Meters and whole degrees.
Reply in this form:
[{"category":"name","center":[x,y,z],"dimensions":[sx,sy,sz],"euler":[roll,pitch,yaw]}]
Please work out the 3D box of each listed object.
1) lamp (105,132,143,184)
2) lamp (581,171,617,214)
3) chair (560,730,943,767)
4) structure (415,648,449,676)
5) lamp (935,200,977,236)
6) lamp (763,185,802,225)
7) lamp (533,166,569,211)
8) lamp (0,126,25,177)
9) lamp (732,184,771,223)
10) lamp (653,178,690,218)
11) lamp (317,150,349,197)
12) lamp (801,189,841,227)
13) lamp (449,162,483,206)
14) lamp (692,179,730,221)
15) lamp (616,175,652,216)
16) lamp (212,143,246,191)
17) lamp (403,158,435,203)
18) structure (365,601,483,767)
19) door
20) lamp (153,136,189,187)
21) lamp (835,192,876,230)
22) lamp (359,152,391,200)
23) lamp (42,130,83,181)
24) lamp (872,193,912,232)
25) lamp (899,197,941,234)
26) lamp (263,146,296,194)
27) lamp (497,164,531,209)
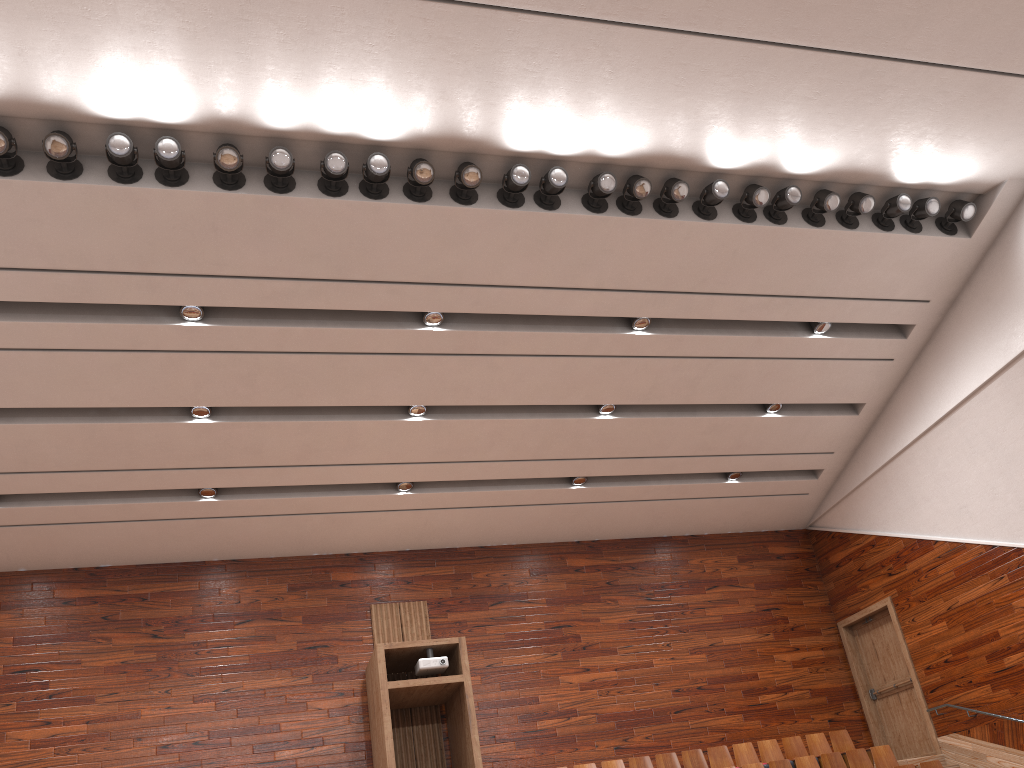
[{"category":"lamp","center":[-0.351,-0.206,0.792],"dimensions":[0.031,0.029,0.046],"euler":[-1,-29,-17]},{"category":"lamp","center":[0.094,-0.205,0.925],"dimensions":[0.031,0.029,0.047],"euler":[-1,-29,-17]},{"category":"chair","center":[0.033,0.442,0.660],"dimensions":[1.182,0.355,0.811],"euler":[0,-30,-17]},{"category":"structure","center":[-0.105,0.358,1.143],"dimensions":[0.038,0.030,0.043],"euler":[-1,-29,-17]},{"category":"lamp","center":[0.537,-0.205,1.059],"dimensions":[0.031,0.030,0.047],"euler":[-1,-29,-17]},{"category":"lamp","center":[0.307,-0.205,0.990],"dimensions":[0.031,0.029,0.047],"euler":[-1,-29,-17]},{"category":"lamp","center":[0.042,-0.205,0.910],"dimensions":[0.031,0.029,0.046],"euler":[-1,-29,-17]},{"category":"lamp","center":[-0.445,-0.206,0.763],"dimensions":[0.031,0.030,0.047],"euler":[-1,-29,-17]},{"category":"lamp","center":[0.269,-0.205,0.978],"dimensions":[0.031,0.030,0.047],"euler":[-1,-29,-17]},{"category":"lamp","center":[0.174,-0.205,0.950],"dimensions":[0.031,0.030,0.047],"euler":[-1,-29,-17]},{"category":"lamp","center":[-0.171,-0.206,0.846],"dimensions":[0.031,0.029,0.047],"euler":[-1,-29,-17]},{"category":"lamp","center":[0.356,-0.205,1.004],"dimensions":[0.031,0.030,0.047],"euler":[-1,-29,-17]},{"category":"lamp","center":[-0.044,-0.206,0.884],"dimensions":[0.031,0.030,0.047],"euler":[-1,-29,-17]},{"category":"lamp","center":[0.220,-0.205,0.964],"dimensions":[0.031,0.029,0.046],"euler":[-1,-29,-17]},{"category":"lamp","center":[0.132,-0.205,0.937],"dimensions":[0.031,0.030,0.047],"euler":[-1,-29,-17]},{"category":"lamp","center":[-0.264,-0.206,0.818],"dimensions":[0.031,0.030,0.047],"euler":[-1,-29,-17]},{"category":"lamp","center":[-0.090,-0.206,0.870],"dimensions":[0.031,0.030,0.047],"euler":[-1,-29,-17]},{"category":"structure","center":[-0.125,0.426,1.172],"dimensions":[0.116,0.313,0.151],"euler":[-2,-26,-17]},{"category":"door","center":[0.590,0.465,1.365],"dimensions":[0.024,0.228,0.147],"euler":[-2,-27,-17]},{"category":"lamp","center":[-0.312,-0.206,0.803],"dimensions":[0.031,0.029,0.046],"euler":[-1,-29,-17]},{"category":"lamp","center":[0.400,-0.205,1.018],"dimensions":[0.031,0.030,0.047],"euler":[-1,-29,-17]},{"category":"lamp","center":[-0.132,-0.205,0.857],"dimensions":[0.031,0.029,0.046],"euler":[-1,-29,-17]},{"category":"lamp","center":[-0.399,-0.206,0.777],"dimensions":[0.031,0.030,0.047],"euler":[-1,-29,-17]},{"category":"lamp","center":[0.449,-0.204,1.033],"dimensions":[0.031,0.029,0.046],"euler":[-1,-29,-17]},{"category":"lamp","center":[0.487,-0.204,1.044],"dimensions":[0.031,0.029,0.047],"euler":[-1,-29,-17]},{"category":"lamp","center":[-0.219,-0.206,0.831],"dimensions":[0.031,0.029,0.047],"euler":[-1,-29,-17]},{"category":"lamp","center":[0.004,-0.205,0.898],"dimensions":[0.031,0.029,0.047],"euler":[-1,-29,-17]}]
